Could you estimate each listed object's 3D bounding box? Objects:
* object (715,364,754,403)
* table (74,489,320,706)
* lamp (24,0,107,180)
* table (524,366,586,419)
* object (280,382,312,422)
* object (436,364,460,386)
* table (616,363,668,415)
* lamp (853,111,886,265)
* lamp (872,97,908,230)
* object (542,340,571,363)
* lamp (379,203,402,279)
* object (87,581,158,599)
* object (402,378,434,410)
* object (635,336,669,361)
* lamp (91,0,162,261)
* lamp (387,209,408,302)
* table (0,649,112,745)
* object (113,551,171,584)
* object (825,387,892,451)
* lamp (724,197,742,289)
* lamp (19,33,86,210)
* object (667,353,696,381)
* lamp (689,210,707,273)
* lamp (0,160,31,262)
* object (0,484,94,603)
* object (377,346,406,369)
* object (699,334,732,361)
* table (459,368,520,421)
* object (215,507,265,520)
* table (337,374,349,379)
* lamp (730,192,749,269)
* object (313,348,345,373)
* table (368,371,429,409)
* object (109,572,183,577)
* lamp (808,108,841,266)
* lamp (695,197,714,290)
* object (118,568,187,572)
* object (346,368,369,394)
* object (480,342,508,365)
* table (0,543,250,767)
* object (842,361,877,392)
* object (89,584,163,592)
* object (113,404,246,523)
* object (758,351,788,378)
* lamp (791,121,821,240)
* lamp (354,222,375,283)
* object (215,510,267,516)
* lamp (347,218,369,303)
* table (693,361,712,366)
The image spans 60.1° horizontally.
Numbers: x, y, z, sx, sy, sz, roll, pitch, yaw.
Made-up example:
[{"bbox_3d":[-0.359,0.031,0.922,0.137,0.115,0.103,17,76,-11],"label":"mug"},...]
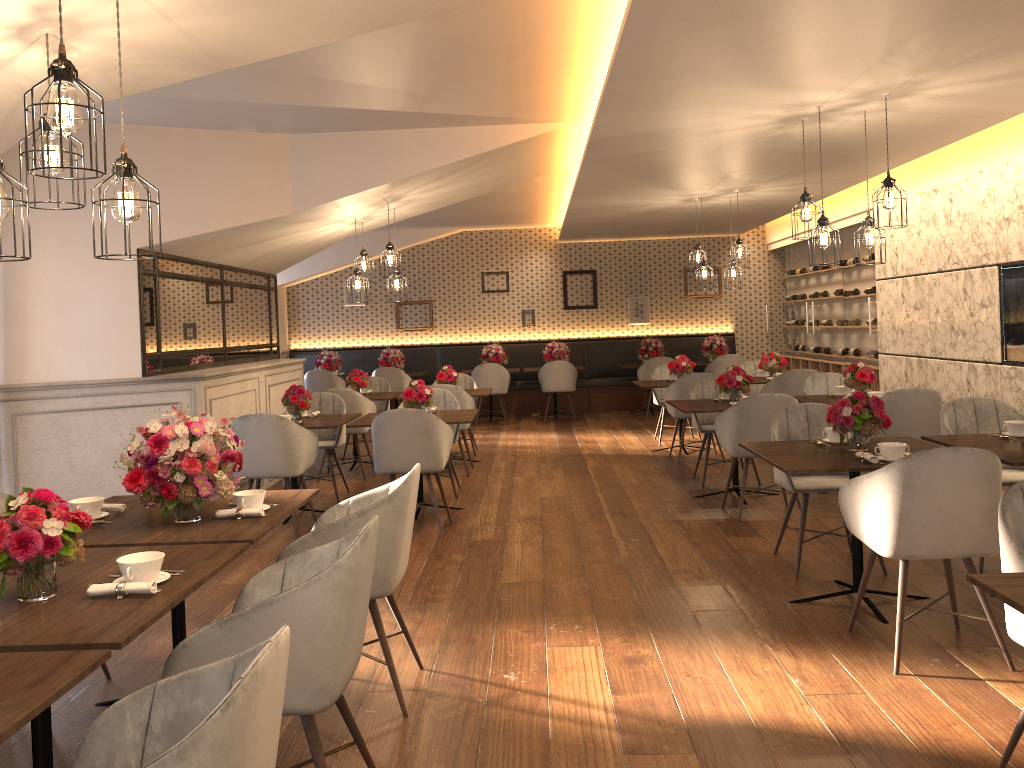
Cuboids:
[{"bbox_3d":[1.733,-0.006,6.862,0.305,0.301,0.234,-3,2,-21],"label":"object"},{"bbox_3d":[-1.272,0.857,3.371,0.896,0.720,0.898,-2,3,1],"label":"table"},{"bbox_3d":[-1.196,-1.579,2.292,0.175,2.069,0.175,-2,1,3],"label":"lamp"},{"bbox_3d":[0.640,0.125,13.184,0.896,0.720,0.898,-2,3,1],"label":"table"},{"bbox_3d":[-1.643,0.134,6.716,0.234,0.301,0.305,-3,2,-23],"label":"object"},{"bbox_3d":[-0.650,-0.058,9.026,0.234,0.301,0.306,-2,2,21],"label":"object"},{"bbox_3d":[2.054,0.072,13.149,0.896,0.720,0.898,-2,3,1],"label":"table"},{"bbox_3d":[2.211,-1.785,5.552,0.175,2.069,0.175,-2,1,3],"label":"lamp"},{"bbox_3d":[2.196,-1.956,5.222,0.175,2.069,0.175,-2,1,3],"label":"lamp"},{"bbox_3d":[0.660,-0.443,13.084,0.419,0.425,0.406,-2,2,4],"label":"object"},{"bbox_3d":[-1.071,-1.936,7.543,0.175,2.069,0.175,-2,1,3],"label":"lamp"},{"bbox_3d":[-1.021,0.537,2.321,0.175,0.039,0.056,-2,3,1],"label":"object"},{"bbox_3d":[-0.705,0.099,6.706,0.234,0.301,0.306,-2,2,21],"label":"object"},{"bbox_3d":[2.053,-0.496,13.063,0.405,0.425,0.420,0,3,44],"label":"object"},{"bbox_3d":[-1.181,-1.408,2.622,0.175,2.069,0.175,-2,1,3],"label":"lamp"},{"bbox_3d":[-1.056,-1.765,7.873,0.175,2.069,0.175,-2,1,3],"label":"lamp"},{"bbox_3d":[-1.316,0.984,1.493,0.896,0.720,0.898,-2,3,1],"label":"table"},{"bbox_3d":[-1.019,0.512,2.434,0.148,0.072,0.148,1,4,44],"label":"object"},{"bbox_3d":[1.671,0.169,4.286,0.305,0.301,0.234,-1,2,34],"label":"object"},{"bbox_3d":[2.301,-2.043,9.344,0.175,2.069,0.175,-2,1,3],"label":"lamp"},{"bbox_3d":[-1.508,-1.603,2.831,0.175,2.069,0.175,-2,1,3],"label":"lamp"},{"bbox_3d":[1.791,-0.175,9.340,0.305,0.301,0.234,-3,2,-21],"label":"object"},{"bbox_3d":[1.973,-2.238,9.552,0.175,2.069,0.175,-2,1,3],"label":"lamp"},{"bbox_3d":[-1.508,-1.387,2.504,0.175,2.069,0.175,-2,1,3],"label":"lamp"},{"bbox_3d":[-1.258,0.412,2.344,0.234,0.301,0.306,-2,2,21],"label":"object"},{"bbox_3d":[-1.791,-0.351,13.154,0.420,0.425,0.406,-3,2,-10],"label":"object"},{"bbox_3d":[2.992,-0.531,13.052,0.405,0.425,0.420,0,3,45],"label":"object"},{"bbox_3d":[-0.319,0.161,13.207,0.896,0.720,0.898,-2,3,1],"label":"table"},{"bbox_3d":[-0.998,0.474,3.253,0.175,0.039,0.056,-2,3,1],"label":"object"},{"bbox_3d":[-2.692,0.249,13.264,0.896,0.720,0.898,-2,3,1],"label":"table"},{"bbox_3d":[2.286,-2.214,9.014,0.175,2.069,0.175,-2,1,3],"label":"lamp"},{"bbox_3d":[-2.738,-0.316,13.182,0.405,0.425,0.420,0,3,44],"label":"object"},{"bbox_3d":[-1.733,0.213,13.241,0.896,0.720,0.898,-2,3,1],"label":"table"},{"bbox_3d":[-1.042,0.542,2.513,0.211,0.004,0.022,-2,4,1],"label":"object"},{"bbox_3d":[1.883,-1.765,5.434,0.175,2.069,0.175,-2,1,3],"label":"lamp"},{"bbox_3d":[1.973,-2.022,9.225,0.175,2.069,0.175,-2,1,3],"label":"lamp"},{"bbox_3d":[-1.034,0.534,2.548,0.197,0.015,0.043,-2,3,-2],"label":"object"},{"bbox_3d":[-1.588,-0.023,9.037,0.234,0.301,0.305,-3,2,-23],"label":"object"},{"bbox_3d":[-0.268,-0.414,13.206,0.405,0.425,0.420,0,3,45],"label":"object"},{"bbox_3d":[-1.294,0.921,2.432,0.896,0.720,0.898,-2,3,1],"label":"table"},{"bbox_3d":[2.683,-0.040,6.809,0.234,0.301,0.306,-2,2,3],"label":"object"},{"bbox_3d":[-1.029,0.542,2.355,0.192,0.024,0.025,-2,2,1],"label":"object"},{"bbox_3d":[-1.196,0.288,3.243,0.420,0.425,0.406,-3,2,-10],"label":"object"},{"bbox_3d":[2.739,-0.208,9.286,0.305,0.301,0.234,-1,2,23],"label":"object"},{"bbox_3d":[1.883,-1.980,5.761,0.175,2.069,0.175,-2,1,3],"label":"lamp"},{"bbox_3d":[-1.384,-1.960,8.081,0.175,2.069,0.175,-2,1,3],"label":"lamp"},{"bbox_3d":[-1.007,0.479,3.288,0.192,0.024,0.025,-2,2,1],"label":"object"},{"bbox_3d":[-1.384,-1.744,7.754,0.175,2.069,0.175,-2,1,3],"label":"lamp"},{"bbox_3d":[3.013,0.037,13.126,0.896,0.720,0.898,-2,3,1],"label":"table"}]
